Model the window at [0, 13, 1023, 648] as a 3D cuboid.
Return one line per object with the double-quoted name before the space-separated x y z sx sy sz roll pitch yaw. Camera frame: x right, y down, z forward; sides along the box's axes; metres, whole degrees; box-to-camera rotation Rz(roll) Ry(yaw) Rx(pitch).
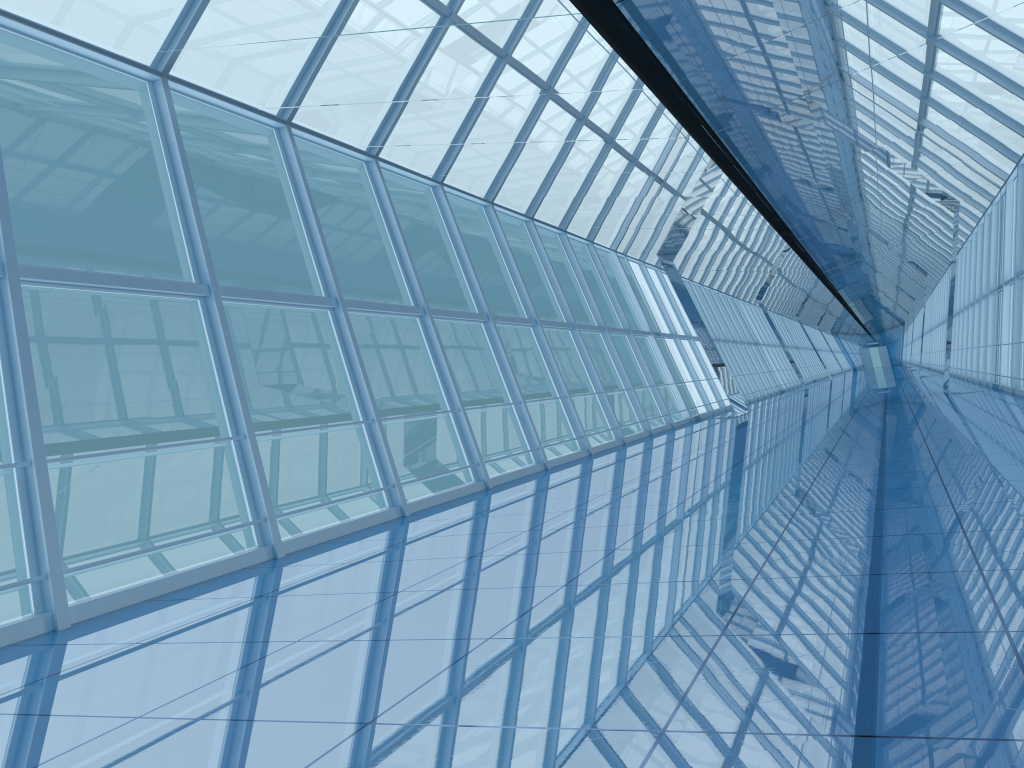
"window" 18.720 -2.657 46.055 9.723 4.946 107.610 -9 -2 24
